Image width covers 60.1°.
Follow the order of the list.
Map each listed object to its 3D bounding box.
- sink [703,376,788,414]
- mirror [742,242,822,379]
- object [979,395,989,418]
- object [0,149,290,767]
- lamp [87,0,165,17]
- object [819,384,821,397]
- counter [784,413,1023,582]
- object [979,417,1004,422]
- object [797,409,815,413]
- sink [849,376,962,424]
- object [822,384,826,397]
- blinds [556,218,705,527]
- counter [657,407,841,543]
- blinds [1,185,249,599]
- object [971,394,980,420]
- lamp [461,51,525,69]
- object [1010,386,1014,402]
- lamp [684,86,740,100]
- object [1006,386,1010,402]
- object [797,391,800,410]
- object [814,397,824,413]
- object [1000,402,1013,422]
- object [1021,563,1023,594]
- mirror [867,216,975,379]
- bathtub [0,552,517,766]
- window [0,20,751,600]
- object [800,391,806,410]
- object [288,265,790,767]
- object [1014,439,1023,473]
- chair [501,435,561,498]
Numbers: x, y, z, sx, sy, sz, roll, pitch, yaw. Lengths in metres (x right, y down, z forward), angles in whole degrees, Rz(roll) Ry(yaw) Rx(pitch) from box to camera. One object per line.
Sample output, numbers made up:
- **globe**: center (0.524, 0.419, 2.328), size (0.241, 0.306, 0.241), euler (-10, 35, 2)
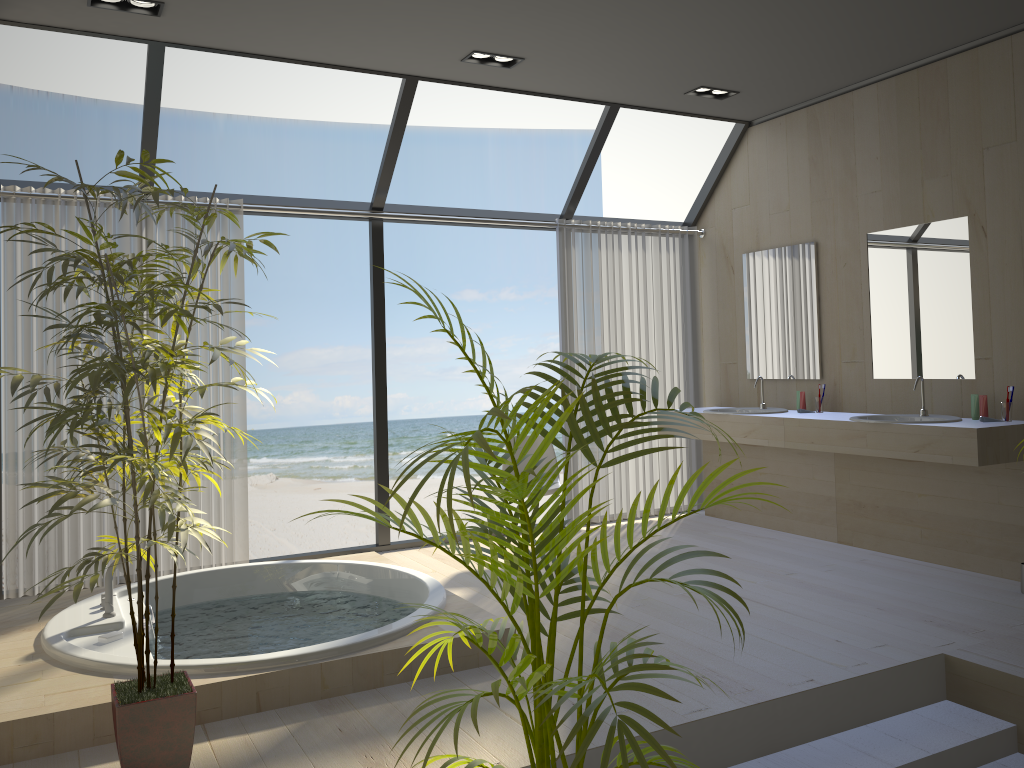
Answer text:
- **sink**: center (1.515, 0.163, 5.758), size (0.504, 0.420, 0.573), euler (-2, 0, -24)
- **mirror**: center (1.779, -0.468, 5.873), size (0.023, 0.870, 0.652), euler (0, -1, -28)
- **object**: center (2.383, 0.124, 4.471), size (0.039, 0.135, 0.039), euler (-2, -2, 13)
- **object**: center (-1.071, 0.236, 2.450), size (0.787, 1.760, 0.934), euler (-2, -1, -3)
- **lamp**: center (-1.693, -1.715, 3.879), size (0.301, 0.112, 0.164), euler (-2, 0, -28)
- **object**: center (1.896, 0.089, 5.451), size (0.012, 0.178, 0.050), euler (-2, -2, 11)
- **counter**: center (2.116, 0.585, 4.730), size (0.550, 0.792, 1.203), euler (-1, 0, -28)
- **object**: center (2.376, 0.175, 4.389), size (0.104, 0.029, 0.032), euler (-1, 0, 12)
- **object**: center (1.813, 0.166, 5.453), size (0.104, 0.029, 0.032), euler (-1, 0, 12)
- **sink**: center (2.079, 0.172, 4.693), size (0.504, 0.420, 0.573), euler (-2, 0, -24)
- **object**: center (1.917, 0.089, 5.480), size (0.054, 0.175, 0.012), euler (-2, -2, -3)
- **blinds**: center (0.847, -0.103, 6.236), size (1.183, 2.075, 0.084), euler (-1, -2, -28)
- **counter**: center (1.552, 0.576, 5.795), size (0.550, 0.792, 1.203), euler (-1, 0, -28)
- **blinds**: center (-2.029, 0.012, 4.712), size (1.183, 2.075, 0.084), euler (-1, -2, -28)
- **object**: center (2.398, 0.121, 4.583), size (0.039, 0.135, 0.039), euler (-2, -2, 13)
- **lamp**: center (-0.104, -1.779, 4.721), size (0.301, 0.112, 0.164), euler (-2, 0, -28)
- **object**: center (2.481, 0.099, 4.415), size (0.054, 0.175, 0.012), euler (-2, -2, -3)
- **lamp**: center (1.222, -1.832, 5.423), size (0.301, 0.112, 0.164), euler (-2, 0, -28)
- **object**: center (2.460, 0.099, 4.386), size (0.012, 0.178, 0.050), euler (-2, -2, 11)
- **object**: center (1.834, 0.111, 5.648), size (0.039, 0.135, 0.039), euler (-2, -2, 21)
- **object**: center (1.903, 0.131, 5.479), size (0.058, 0.100, 0.058), euler (-1, -1, -21)
- **object**: center (2.467, 0.140, 4.414), size (0.058, 0.100, 0.058), euler (-1, -1, -18)
- **object**: center (2.563, 0.604, 4.132), size (0.407, 0.750, 0.273), euler (0, -2, -40)
- **mirror**: center (2.288, -0.461, 4.971), size (0.023, 0.870, 0.652), euler (0, -1, -28)
- **bathtub**: center (-1.172, 1.027, 3.691), size (1.822, 0.699, 1.645), euler (-2, 1, -28)
- **window**: center (-0.503, -0.387, 5.320), size (4.562, 2.819, 0.743), euler (-2, -2, -28)
- **object**: center (1.819, 0.114, 5.535), size (0.039, 0.135, 0.039), euler (-2, -2, 21)
- **object**: center (0.105, 0.417, 1.841), size (1.065, 1.348, 0.871), euler (-1, -1, -39)
- **object**: center (2.053, 0.429, 2.770), size (0.916, 1.159, 0.750), euler (-2, -1, 6)
- **chair**: center (0.110, 0.504, 5.421), size (0.369, 0.348, 0.454), euler (-2, 0, 1)
